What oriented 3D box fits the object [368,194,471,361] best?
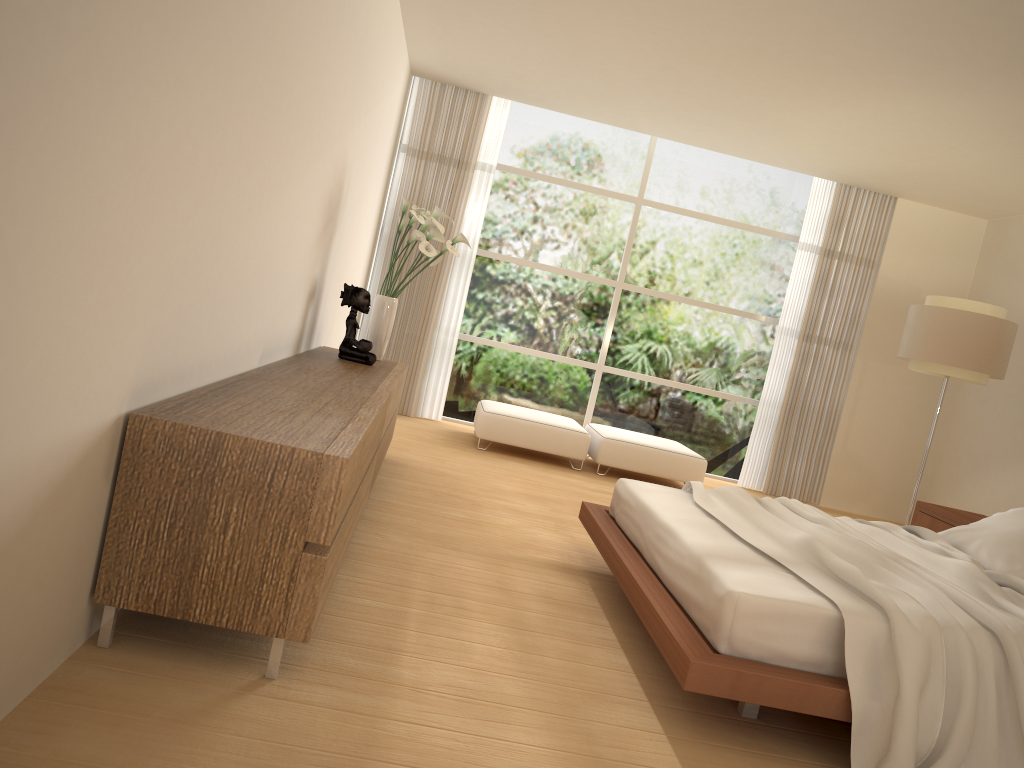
[{"bbox_3d":[-0.648,-0.661,5.841,0.608,1.085,0.515,17,6,43],"label":"object"}]

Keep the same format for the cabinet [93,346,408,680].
[{"bbox_3d":[-0.936,0.293,4.249,0.588,0.662,3.713,12,4,-5],"label":"cabinet"}]

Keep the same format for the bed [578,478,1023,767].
[{"bbox_3d":[1.701,0.979,3.773,2.535,0.570,2.599,12,4,-5],"label":"bed"}]

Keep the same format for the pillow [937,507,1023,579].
[{"bbox_3d":[2.510,0.823,3.858,0.561,0.339,1.720,12,4,-5],"label":"pillow"}]

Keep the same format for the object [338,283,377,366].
[{"bbox_3d":[-0.920,-0.359,5.351,0.282,0.453,0.181,12,4,-5],"label":"object"}]

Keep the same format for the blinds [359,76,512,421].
[{"bbox_3d":[-0.770,-1.361,8.379,0.950,3.352,0.211,12,4,-7],"label":"blinds"}]

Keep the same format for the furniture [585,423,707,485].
[{"bbox_3d":[1.156,0.653,7.987,0.965,0.346,0.964,12,4,-5],"label":"furniture"}]

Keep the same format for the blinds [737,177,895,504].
[{"bbox_3d":[3.009,-0.521,8.679,0.814,3.351,0.202,12,4,-6],"label":"blinds"}]

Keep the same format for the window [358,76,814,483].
[{"bbox_3d":[1.064,-0.983,8.806,4.781,3.371,0.071,12,4,-5],"label":"window"}]

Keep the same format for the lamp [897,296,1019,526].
[{"bbox_3d":[3.292,0.360,6.935,0.817,2.018,0.817,16,5,38],"label":"lamp"}]

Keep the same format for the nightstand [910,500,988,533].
[{"bbox_3d":[3.072,1.293,3.956,0.493,0.539,4.220,12,4,-5],"label":"nightstand"}]

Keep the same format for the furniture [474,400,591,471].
[{"bbox_3d":[0.149,0.430,7.893,0.965,0.346,0.964,12,4,-5],"label":"furniture"}]
